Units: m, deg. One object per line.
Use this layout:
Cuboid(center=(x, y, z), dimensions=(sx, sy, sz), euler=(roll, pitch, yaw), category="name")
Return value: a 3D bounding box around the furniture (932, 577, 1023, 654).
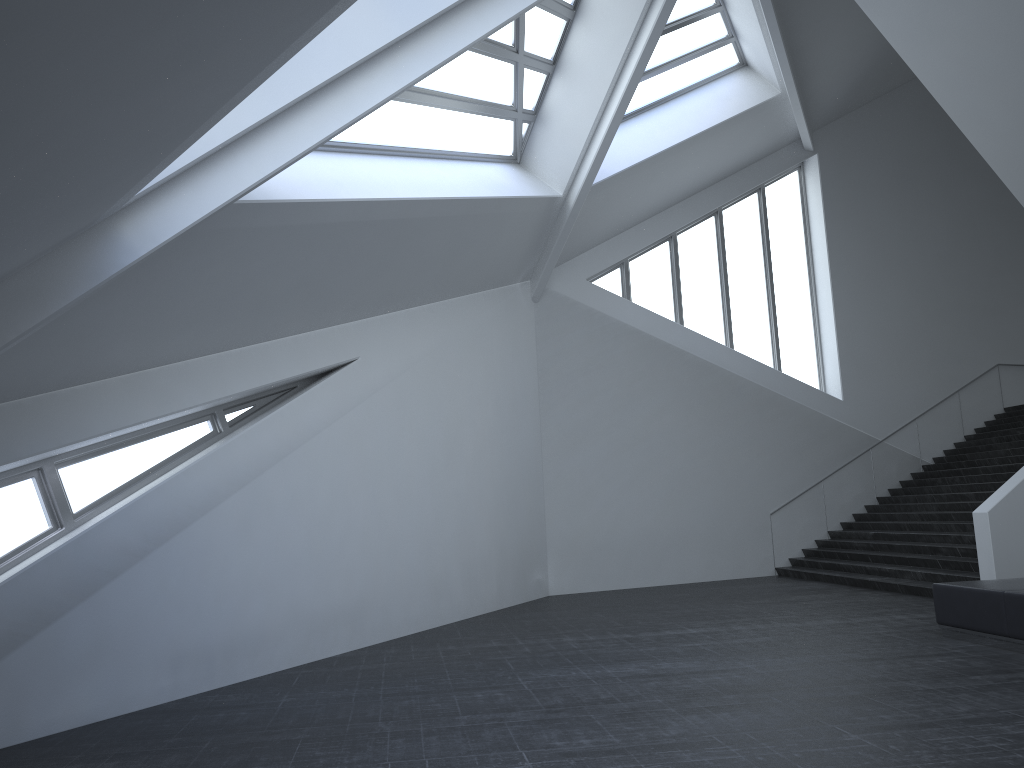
Cuboid(center=(5.741, 2.020, 6.977), dimensions=(1.488, 0.580, 5.742), euler=(-2, -8, -8), category="furniture")
